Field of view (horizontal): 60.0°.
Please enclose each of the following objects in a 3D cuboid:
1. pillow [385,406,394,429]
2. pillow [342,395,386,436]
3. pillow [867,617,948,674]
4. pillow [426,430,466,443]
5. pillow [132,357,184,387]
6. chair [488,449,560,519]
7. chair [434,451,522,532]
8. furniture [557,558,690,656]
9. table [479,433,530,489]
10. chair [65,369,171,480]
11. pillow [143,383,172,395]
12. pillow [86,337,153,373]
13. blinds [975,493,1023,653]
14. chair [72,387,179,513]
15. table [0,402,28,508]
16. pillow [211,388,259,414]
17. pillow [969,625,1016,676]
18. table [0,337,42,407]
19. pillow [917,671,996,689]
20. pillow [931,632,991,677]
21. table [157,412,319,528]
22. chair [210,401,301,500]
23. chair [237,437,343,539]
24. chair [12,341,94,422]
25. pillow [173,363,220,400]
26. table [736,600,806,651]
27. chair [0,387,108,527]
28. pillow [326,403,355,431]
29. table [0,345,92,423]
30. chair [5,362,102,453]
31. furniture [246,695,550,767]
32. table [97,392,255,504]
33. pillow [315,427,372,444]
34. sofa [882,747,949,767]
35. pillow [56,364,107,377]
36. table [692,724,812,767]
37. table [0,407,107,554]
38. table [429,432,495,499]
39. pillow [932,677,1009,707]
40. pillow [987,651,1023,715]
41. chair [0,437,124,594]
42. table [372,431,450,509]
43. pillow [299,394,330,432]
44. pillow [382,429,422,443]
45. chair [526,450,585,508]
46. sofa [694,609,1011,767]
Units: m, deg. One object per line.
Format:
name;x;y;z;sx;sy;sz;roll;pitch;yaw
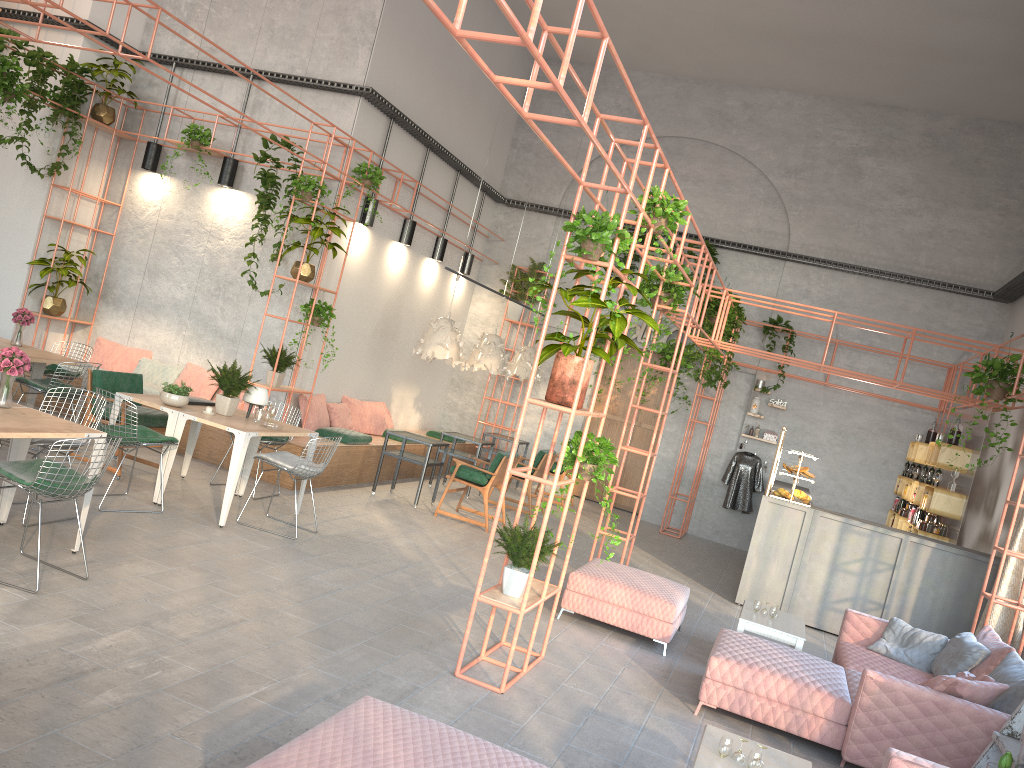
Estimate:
pillow;-1.907;0.533;13.088;0.289;0.385;0.666;15;1;13
pillow;-2.071;0.456;12.468;0.276;0.474;0.839;15;1;38
pillow;3.125;2.060;6.993;0.307;0.324;0.500;13;1;-37
pillow;-1.059;0.862;14.571;0.491;0.149;0.637;15;1;19
pillow;-4.548;-0.102;11.304;0.666;0.385;0.289;15;1;13
chair;0.158;1.304;12.301;0.685;0.930;0.722;15;1;18
chair;-0.380;1.201;10.618;0.685;0.929;0.722;15;1;18
furniture;0.993;1.858;7.620;0.941;0.446;0.976;15;1;18
table;-0.184;1.247;14.252;0.635;0.798;0.602;15;1;18
chair;-3.732;0.383;8.629;0.685;0.917;0.722;15;1;18
pillow;-4.399;0.089;10.823;0.637;0.149;0.491;15;1;19
pillow;-5.121;-0.302;11.522;0.839;0.474;0.276;14;1;8
blinds;4.391;0.578;6.465;0.414;4.389;4.957;15;1;19
chair;-3.183;0.543;7.381;0.565;0.941;0.717;15;1;34
table;-3.937;0.446;5.657;0.694;0.830;1.205;15;1;18
pillow;-3.368;0.206;10.909;0.666;0.385;0.289;15;1;13
pillow;3.484;2.075;6.614;0.276;0.474;0.839;15;1;18
table;-5.702;-0.088;9.181;0.694;0.830;1.205;15;1;18
pillow;2.971;2.027;5.953;0.441;0.317;0.479;14;1;-1
pillow;3.342;2.070;6.674;0.289;0.385;0.666;15;1;18
table;-2.462;0.758;8.098;0.694;0.830;1.214;15;1;18
chair;-2.626;0.649;9.149;0.565;0.941;0.717;15;1;19
chair;-1.983;0.837;7.960;0.717;0.941;0.565;15;1;14
chair;-5.224;-0.030;10.020;0.565;0.941;0.717;15;1;19
pillow;-3.956;0.003;11.085;0.839;0.474;0.276;15;1;38
table;2.093;2.143;7.293;0.520;0.455;0.916;15;1;18
chair;-3.456;0.492;6.496;0.565;0.941;0.717;15;1;19
pillow;-2.296;0.459;11.869;0.289;0.385;0.666;15;1;13
table;-5.060;0.080;8.970;0.694;0.830;1.214;15;1;18
chair;-4.581;0.158;8.832;0.717;0.941;0.565;15;1;14
furniture;-0.404;1.592;3.246;0.941;0.446;0.976;15;1;18
table;-3.104;0.591;8.310;0.694;0.830;1.205;15;1;18
pillow;-2.123;0.659;11.239;0.491;0.149;0.637;15;1;19
sofa;1.392;1.940;3.085;1.960;0.672;2.219;15;1;18
pillow;-5.364;-0.163;11.146;0.637;0.149;0.491;15;1;19
table;1.018;1.942;3.931;0.520;0.455;0.916;15;1;18
table;-3.295;0.613;5.446;0.694;0.830;1.214;15;1;18
table;-0.718;1.145;12.583;0.635;0.798;0.602;15;1;18
pillow;2.788;1.969;5.540;0.495;0.349;0.308;14;1;-22
pillow;3.197;2.021;5.756;0.273;0.476;0.836;15;1;18
chair;-2.813;0.680;5.308;0.717;0.941;0.565;15;1;14
table;-1.251;1.044;10.915;0.635;0.798;0.602;15;1;18
pillow;-2.500;0.372;11.264;0.276;0.474;0.839;14;1;8
pillow;-1.597;0.759;12.885;0.491;0.149;0.637;15;1;19
chair;0.685;1.405;13.949;0.685;0.930;0.722;15;1;18
sofa;2.466;2.144;6.447;1.960;0.672;2.219;15;1;18
